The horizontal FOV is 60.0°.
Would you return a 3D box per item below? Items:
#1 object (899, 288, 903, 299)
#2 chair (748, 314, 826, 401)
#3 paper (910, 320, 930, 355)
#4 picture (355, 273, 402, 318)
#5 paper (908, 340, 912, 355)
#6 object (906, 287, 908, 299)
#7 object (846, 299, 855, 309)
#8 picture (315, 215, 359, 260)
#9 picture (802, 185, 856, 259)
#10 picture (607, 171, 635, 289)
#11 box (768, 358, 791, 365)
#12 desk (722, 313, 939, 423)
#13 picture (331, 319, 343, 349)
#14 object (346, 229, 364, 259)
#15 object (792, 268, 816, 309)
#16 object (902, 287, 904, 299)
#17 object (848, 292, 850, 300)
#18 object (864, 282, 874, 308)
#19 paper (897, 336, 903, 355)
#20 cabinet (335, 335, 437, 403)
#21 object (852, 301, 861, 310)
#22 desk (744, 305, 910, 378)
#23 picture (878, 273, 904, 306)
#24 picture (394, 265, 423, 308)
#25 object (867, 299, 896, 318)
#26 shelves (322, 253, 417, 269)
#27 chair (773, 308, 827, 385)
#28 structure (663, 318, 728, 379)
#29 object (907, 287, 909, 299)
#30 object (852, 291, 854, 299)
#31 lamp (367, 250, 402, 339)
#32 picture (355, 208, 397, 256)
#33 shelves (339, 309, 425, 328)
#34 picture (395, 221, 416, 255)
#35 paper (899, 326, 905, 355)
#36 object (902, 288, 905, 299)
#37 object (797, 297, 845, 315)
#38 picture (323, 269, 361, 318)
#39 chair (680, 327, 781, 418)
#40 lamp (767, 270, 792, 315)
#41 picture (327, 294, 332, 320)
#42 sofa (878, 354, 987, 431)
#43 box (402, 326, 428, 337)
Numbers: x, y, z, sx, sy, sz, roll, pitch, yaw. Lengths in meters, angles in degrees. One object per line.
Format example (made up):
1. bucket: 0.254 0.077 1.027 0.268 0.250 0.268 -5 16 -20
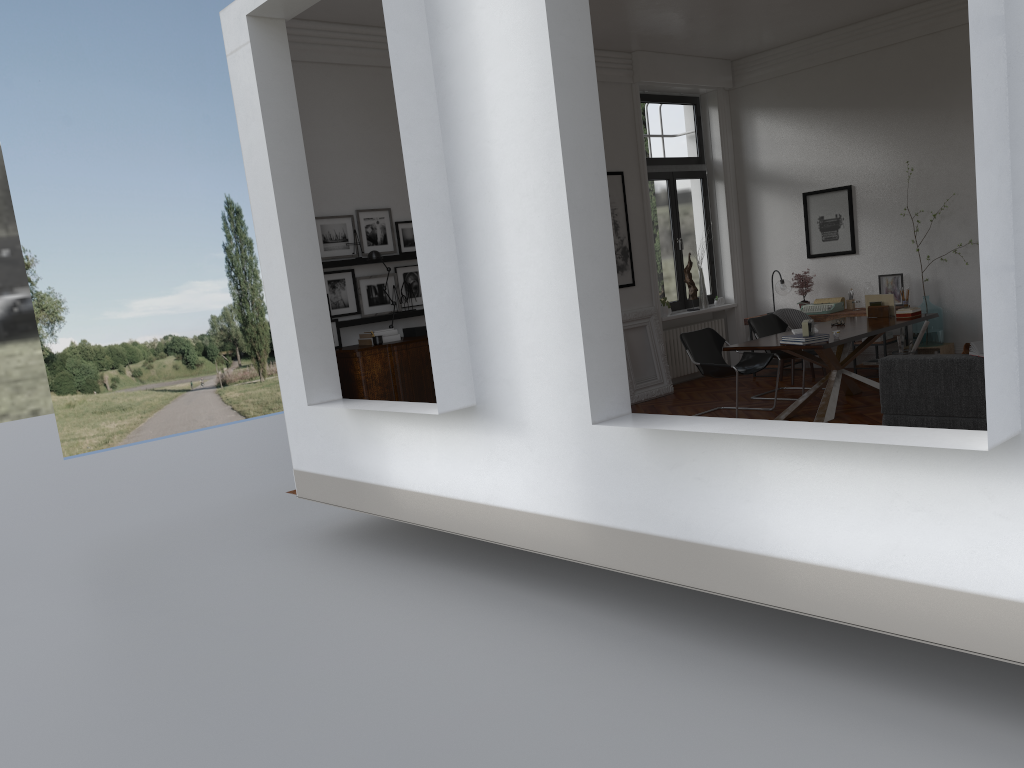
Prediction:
1. object: 3.941 -0.875 8.950 0.049 0.194 0.008 -4 9 19
2. chair: 3.007 -0.313 9.511 0.750 0.875 0.745 -14 10 -40
3. paper: 4.413 -0.383 9.719 0.330 0.611 0.047 -3 9 29
4. picture: -1.217 -0.814 8.116 0.432 0.366 0.020 -13 10 -40
5. paper: 4.424 -0.287 9.890 0.126 0.389 0.026 -10 9 -18
6. object: 3.988 -0.883 8.959 0.038 0.195 0.008 -9 9 -14
7. object: 4.041 -0.950 10.581 0.058 0.114 0.075 -14 10 -40
8. picture: -1.553 -1.292 7.804 0.414 0.368 0.020 -14 10 -40
9. picture: 3.880 -1.973 10.851 0.050 0.818 0.633 -14 11 -40
10. picture: 1.032 -1.727 10.055 0.880 1.327 0.035 -14 11 -40
11. box: 3.308 -0.300 11.172 0.317 0.083 0.296 -13 9 -40
12. desk: 3.151 -0.155 8.588 2.220 0.753 1.029 -13 10 -40
13. picture: -1.571 -0.420 7.614 0.213 0.258 0.020 -14 11 -40
14. object: -1.398 -1.238 7.864 0.174 0.261 0.040 -14 11 -40
15. object: 3.612 -1.165 11.011 0.290 0.530 0.307 -6 8 4
16. object: 3.962 -0.882 8.967 0.008 0.196 0.032 -7 8 3
17. object: 4.033 -1.000 10.592 0.008 0.208 0.054 -5 9 14
18. object: 4.189 -1.042 10.400 0.111 0.303 0.111 -8 8 -4
19. paper: 4.289 -0.297 9.761 0.073 0.480 0.033 -8 8 -4
20. cabinet: -0.925 0.209 7.929 1.263 1.221 0.640 -14 10 -40
21. object: 4.031 -0.918 10.381 0.093 0.102 0.093 0 10 41
22. desk: 3.778 -0.488 10.688 0.646 0.760 1.797 -14 10 -40
23. picture: 4.388 -1.084 10.255 0.022 0.370 0.282 -14 11 -40
24. picture: -0.937 -0.924 8.358 0.342 0.385 0.020 -14 11 -40
25. object: 3.819 -0.778 9.165 0.149 0.167 0.228 -14 10 -40
26. shelves: -1.315 -1.097 7.927 1.511 0.055 0.158 -13 9 -40
27. chair: 3.341 -0.458 10.285 0.716 0.902 0.546 0 11 42
28. structure: 2.328 -0.384 11.553 1.449 0.780 0.225 -13 10 -40
29. object: 3.980 -0.875 8.916 0.008 0.193 0.049 -10 9 -17
30. object: 4.057 -1.002 10.577 0.054 0.208 0.008 -2 10 32
31. lamp: -1.119 -0.782 7.876 0.174 0.805 0.489 -5 8 14
32. picture: -1.235 -1.387 8.077 0.368 0.410 0.020 -14 11 -40
33. shelves: -1.252 -0.581 8.004 1.511 0.055 0.156 -13 9 -40
34. picture: -0.955 -1.377 8.322 0.289 0.304 0.020 -14 11 -40
35. paper: 4.352 -0.399 9.912 0.047 0.628 0.293 0 11 42
36. object: 3.947 -0.872 8.924 0.049 0.193 0.008 -13 10 -36
37. object: 3.659 -0.931 10.615 0.483 0.149 0.534 -13 10 -41
38. picture: -1.532 -0.798 7.842 0.372 0.407 0.020 -14 11 -40
39. chair: 2.132 -0.109 8.757 0.750 0.875 0.745 -14 10 -40
40. lamp: 3.341 -1.153 11.113 0.207 0.551 0.441 -10 8 -17
41. picture: -1.705 -0.638 7.664 0.299 0.254 0.020 -13 10 -40
42. sofa: 4.314 -0.150 7.456 2.638 0.831 1.261 -13 10 -40
43. box: -0.829 -0.490 8.158 0.281 0.087 0.208 -13 10 -40
